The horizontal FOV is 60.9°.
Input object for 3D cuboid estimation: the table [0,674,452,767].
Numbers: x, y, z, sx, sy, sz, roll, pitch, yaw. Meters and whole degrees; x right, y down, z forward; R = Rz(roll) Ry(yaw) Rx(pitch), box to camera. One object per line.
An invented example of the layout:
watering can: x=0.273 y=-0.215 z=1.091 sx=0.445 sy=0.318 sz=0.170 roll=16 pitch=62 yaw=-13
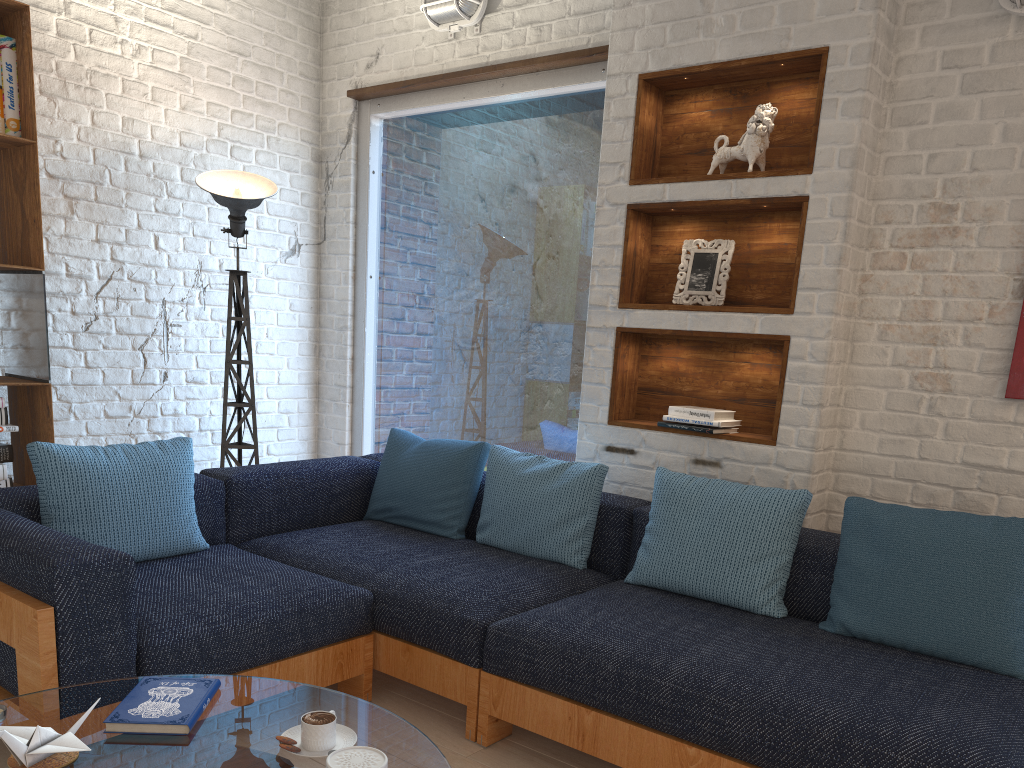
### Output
table: x=-0.365 y=0.909 z=1.253 sx=1.798 sy=0.459 sz=1.068 roll=7 pitch=6 yaw=43

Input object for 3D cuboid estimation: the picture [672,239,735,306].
picture: x=0.704 y=-0.405 z=3.188 sx=0.191 sy=0.252 sz=0.100 roll=8 pitch=12 yaw=28

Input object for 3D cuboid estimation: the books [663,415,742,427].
books: x=0.705 y=0.135 z=3.229 sx=0.232 sy=0.019 sz=0.169 roll=6 pitch=4 yaw=39

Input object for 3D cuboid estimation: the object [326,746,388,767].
object: x=-0.253 y=0.659 z=1.417 sx=0.107 sy=0.111 sz=0.105 roll=-2 pitch=10 yaw=-36

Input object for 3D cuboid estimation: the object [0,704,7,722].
object: x=-1.048 y=0.640 z=1.571 sx=0.068 sy=0.028 sz=0.296 roll=5 pitch=3 yaw=16

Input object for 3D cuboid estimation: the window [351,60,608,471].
window: x=4.303 y=-1.783 z=0.623 sx=12.147 sy=6.611 sz=0.635 roll=8 pitch=13 yaw=37

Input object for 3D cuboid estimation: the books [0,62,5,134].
books: x=-1.845 y=-1.056 z=3.030 sx=0.240 sy=0.395 sz=0.036 roll=11 pitch=15 yaw=36

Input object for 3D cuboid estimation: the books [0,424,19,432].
books: x=-2.056 y=0.154 z=3.112 sx=0.268 sy=0.021 sz=0.440 roll=6 pitch=4 yaw=38

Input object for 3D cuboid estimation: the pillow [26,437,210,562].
pillow: x=-1.255 y=0.379 z=2.821 sx=0.220 sy=0.420 sz=0.549 roll=12 pitch=10 yaw=37

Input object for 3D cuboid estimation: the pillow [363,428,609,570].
pillow: x=-0.137 y=0.431 z=3.425 sx=1.090 sy=0.412 sz=0.239 roll=7 pitch=10 yaw=36

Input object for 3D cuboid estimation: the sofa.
sofa: x=0.301 y=0.791 z=2.252 sx=3.890 sy=0.680 sz=2.057 roll=6 pitch=5 yaw=37

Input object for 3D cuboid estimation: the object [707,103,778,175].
object: x=0.799 y=-0.838 z=3.019 sx=0.111 sy=0.250 sz=0.211 roll=-7 pitch=14 yaw=-44

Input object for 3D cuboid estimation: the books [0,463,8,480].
books: x=-2.078 y=0.313 z=3.157 sx=0.278 sy=0.057 sz=0.359 roll=7 pitch=4 yaw=40

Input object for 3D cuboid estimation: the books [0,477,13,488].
books: x=-2.066 y=0.375 z=3.160 sx=0.241 sy=0.066 sz=0.375 roll=6 pitch=4 yaw=32

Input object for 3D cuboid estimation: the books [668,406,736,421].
books: x=0.702 y=0.108 z=3.229 sx=0.131 sy=0.035 sz=0.202 roll=0 pitch=5 yaw=-43

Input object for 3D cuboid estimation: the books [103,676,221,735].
books: x=-0.707 y=0.654 z=1.782 sx=0.163 sy=0.023 sz=0.225 roll=4 pitch=3 yaw=-4

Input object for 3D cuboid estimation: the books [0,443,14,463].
books: x=-2.055 y=0.254 z=3.142 sx=0.242 sy=0.066 sz=0.373 roll=5 pitch=4 yaw=25

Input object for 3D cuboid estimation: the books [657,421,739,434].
books: x=0.689 y=0.161 z=3.237 sx=0.161 sy=0.017 sz=0.247 roll=1 pitch=4 yaw=-43

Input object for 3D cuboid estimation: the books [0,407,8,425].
books: x=-2.062 y=0.109 z=3.120 sx=0.241 sy=0.066 sz=0.374 roll=6 pitch=4 yaw=32

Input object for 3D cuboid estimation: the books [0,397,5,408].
books: x=-2.058 y=0.058 z=3.102 sx=0.240 sy=0.037 sz=0.376 roll=6 pitch=4 yaw=38

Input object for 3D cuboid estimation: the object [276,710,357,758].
object: x=-0.319 y=0.671 z=1.635 sx=0.267 sy=0.059 sz=0.152 roll=6 pitch=5 yaw=30

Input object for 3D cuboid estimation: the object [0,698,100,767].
object: x=-0.833 y=0.623 z=1.555 sx=0.186 sy=0.094 sz=0.189 roll=1 pitch=5 yaw=-27

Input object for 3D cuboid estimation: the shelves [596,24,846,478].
shelves: x=0.739 y=-0.423 z=3.146 sx=0.756 sy=1.471 sz=0.188 roll=11 pitch=15 yaw=36

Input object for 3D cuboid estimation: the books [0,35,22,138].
books: x=-1.830 y=-1.030 z=3.084 sx=0.250 sy=0.340 sz=0.054 roll=10 pitch=14 yaw=36

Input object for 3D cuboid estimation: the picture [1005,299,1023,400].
picture: x=1.845 y=-0.408 z=2.365 sx=0.732 sy=0.989 sz=0.019 roll=10 pitch=14 yaw=36

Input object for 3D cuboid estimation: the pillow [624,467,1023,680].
pillow: x=0.917 y=0.516 z=2.611 sx=1.193 sy=0.430 sz=0.250 roll=7 pitch=10 yaw=36

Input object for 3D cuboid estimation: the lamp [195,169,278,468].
lamp: x=-0.969 y=0.028 z=3.874 sx=0.867 sy=1.902 sz=0.488 roll=5 pitch=12 yaw=10

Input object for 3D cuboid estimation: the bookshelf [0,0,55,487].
bookshelf: x=-2.237 y=-0.182 z=2.773 sx=0.359 sy=2.268 sz=1.297 roll=13 pitch=14 yaw=38
